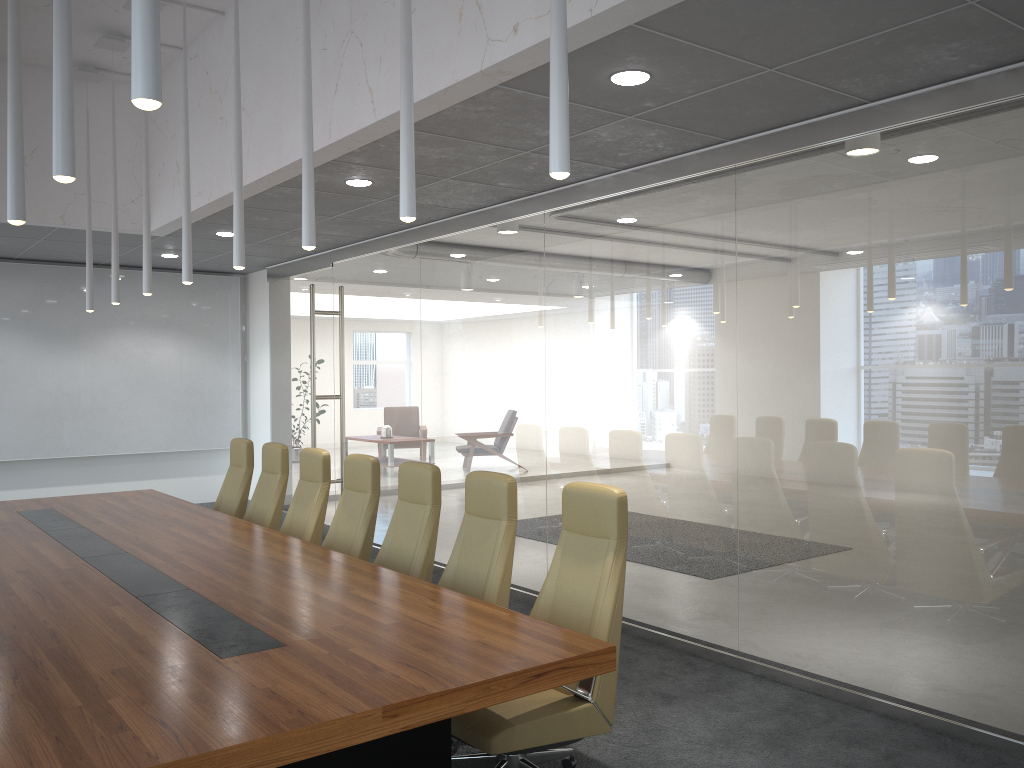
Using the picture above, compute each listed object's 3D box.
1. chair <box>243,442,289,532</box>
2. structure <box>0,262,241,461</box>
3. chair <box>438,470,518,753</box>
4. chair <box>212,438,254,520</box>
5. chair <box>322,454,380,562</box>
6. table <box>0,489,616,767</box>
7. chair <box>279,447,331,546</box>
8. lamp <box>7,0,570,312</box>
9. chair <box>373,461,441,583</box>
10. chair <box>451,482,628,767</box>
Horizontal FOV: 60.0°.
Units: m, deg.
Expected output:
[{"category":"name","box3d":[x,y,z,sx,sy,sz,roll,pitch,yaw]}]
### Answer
[{"category":"chair","box3d":[-2.403,1.218,7.458,0.955,1.406,0.711,-1,1,-37]},{"category":"structure","box3d":[-2.441,-0.273,5.411,6.600,2.466,13.989,-1,1,-37]},{"category":"chair","box3d":[-0.467,1.219,4.910,0.955,1.406,0.711,-1,1,-37]},{"category":"chair","box3d":[-2.887,1.218,8.095,0.955,1.406,0.711,-1,1,-37]},{"category":"chair","box3d":[-1.432,1.219,6.180,0.955,1.406,0.711,-1,1,-37]},{"category":"table","box3d":[-2.467,1.488,5.387,2.300,0.895,6.500,-1,1,-37]},{"category":"chair","box3d":[-1.913,1.218,6.814,0.955,1.406,0.711,-1,1,-37]},{"category":"lamp","box3d":[-2.497,-1.873,5.363,2.619,2.378,7.258,-1,1,-37]},{"category":"chair","box3d":[-0.948,1.219,5.544,0.955,1.406,0.711,-1,1,-37]},{"category":"chair","box3d":[0.080,1.219,4.303,0.955,1.406,0.711,-1,1,-37]}]
